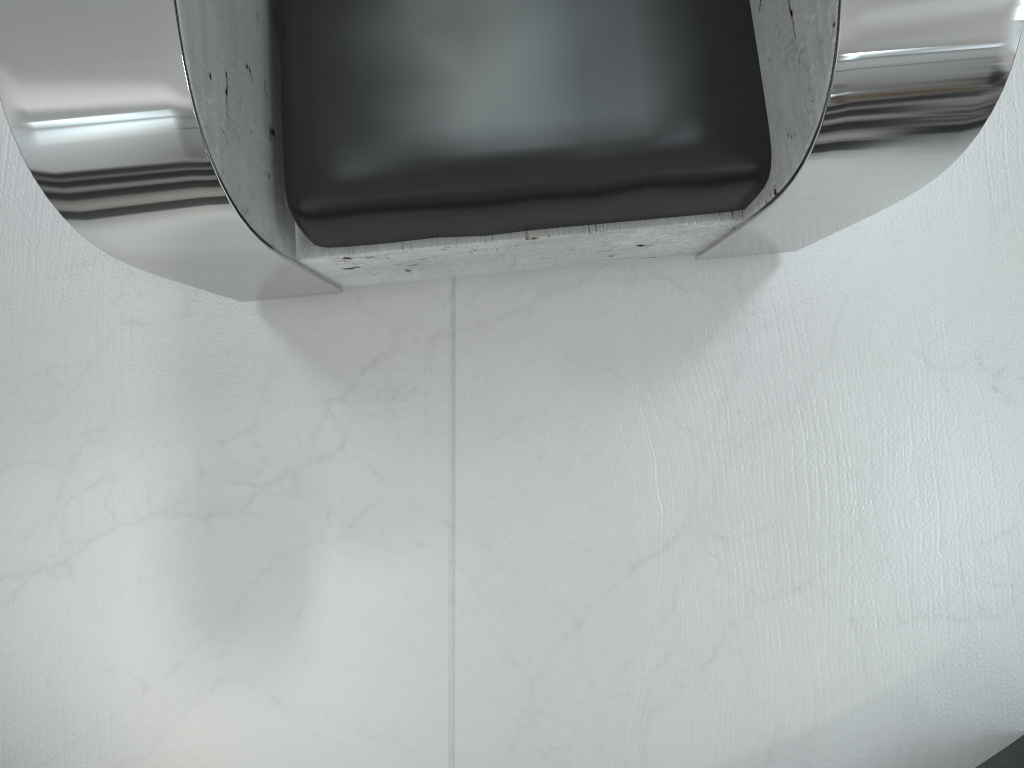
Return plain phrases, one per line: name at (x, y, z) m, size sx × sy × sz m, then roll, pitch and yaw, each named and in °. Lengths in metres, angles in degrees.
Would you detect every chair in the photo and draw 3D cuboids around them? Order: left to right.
chair at (-0.020, -0.527, 0.995) m, size 0.823 × 0.719 × 0.741 m, roll -5°, pitch 89°, yaw 0°

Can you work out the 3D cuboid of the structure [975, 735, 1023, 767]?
structure at (-0.090, -0.421, 0.997) m, size 4.711 × 0.693 × 4.711 m, roll -45°, pitch 89°, yaw -1°
